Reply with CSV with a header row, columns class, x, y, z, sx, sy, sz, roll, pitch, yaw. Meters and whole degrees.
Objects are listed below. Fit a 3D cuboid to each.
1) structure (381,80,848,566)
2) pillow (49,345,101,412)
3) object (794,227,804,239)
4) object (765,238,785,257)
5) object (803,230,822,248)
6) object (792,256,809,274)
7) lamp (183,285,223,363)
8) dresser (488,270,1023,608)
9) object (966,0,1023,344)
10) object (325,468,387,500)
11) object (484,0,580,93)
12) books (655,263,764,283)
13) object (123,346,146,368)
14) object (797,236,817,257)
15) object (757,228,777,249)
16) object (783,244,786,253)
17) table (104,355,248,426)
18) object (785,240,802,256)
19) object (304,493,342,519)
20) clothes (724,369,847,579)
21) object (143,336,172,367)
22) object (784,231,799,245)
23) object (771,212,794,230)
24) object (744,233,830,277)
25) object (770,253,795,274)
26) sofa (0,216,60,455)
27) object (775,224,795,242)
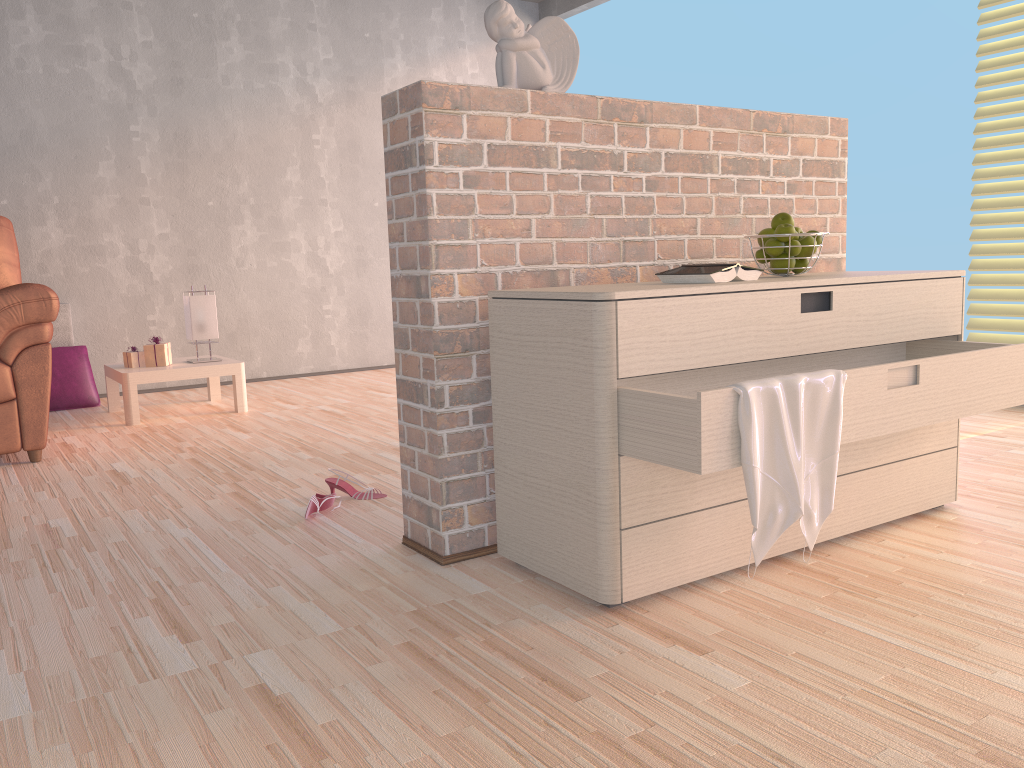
class,x,y,z,sx,sy,sz,roll,pitch,yaw
structure,0.363,-0.197,2.391,1.422,1.057,0.211,-7,9,-32
pillow,-2.338,-0.026,4.585,0.327,0.326,0.241,-8,10,-38
object,0.707,-0.371,2.215,0.039,0.043,0.043,5,11,42
object,0.639,-0.333,2.159,0.046,0.044,0.046,-8,10,-37
object,0.743,-0.356,2.193,0.047,0.047,0.046,-1,8,5
object,0.715,-0.299,2.208,0.046,0.048,0.048,-10,11,-44
lamp,-1.521,-0.294,4.342,0.140,0.376,0.140,-7,9,-32
dresser,0.829,0.042,2.167,1.686,0.612,0.605,-7,9,-32
object,3.186,-0.885,1.995,0.044,2.114,4.372,-7,9,-32
object,-0.463,0.294,2.619,0.188,0.085,0.069,-1,8,6
object,0.035,-0.788,2.103,0.216,0.218,0.131,-7,9,-33
books,0.442,-0.248,1.982,0.209,0.040,0.146,-9,11,-42
object,-1.779,-0.135,4.240,0.080,0.105,0.152,2,9,26
object,0.715,-0.334,2.164,0.057,0.057,0.057,-2,8,0
object,0.634,-0.360,2.200,0.049,0.053,0.054,-2,8,-2
object,0.707,-0.341,2.244,0.053,0.054,0.053,-2,8,3
table,-1.649,0.018,4.341,0.548,0.241,0.548,-7,9,-32
object,0.680,-0.329,2.143,0.038,0.040,0.039,-6,9,-24
object,-0.524,0.329,2.450,0.078,0.066,0.192,-2,8,3
clothes,0.502,0.165,1.621,0.325,0.369,0.097,-7,9,-32
object,-1.683,-0.158,4.213,0.099,0.147,0.102,-3,8,-4
object,0.682,-0.358,2.172,0.039,0.038,0.039,-3,8,-4
object,0.670,-0.396,2.195,0.054,0.056,0.054,-7,9,-32
object,0.681,-0.319,2.203,0.202,0.104,0.202,-8,10,-39
object,0.666,-0.299,2.181,0.060,0.055,0.059,0,8,12
sofa,-2.816,-0.153,3.049,2.202,0.923,0.981,-7,9,-32
object,0.659,-0.364,2.139,0.046,0.045,0.046,-7,9,-33
